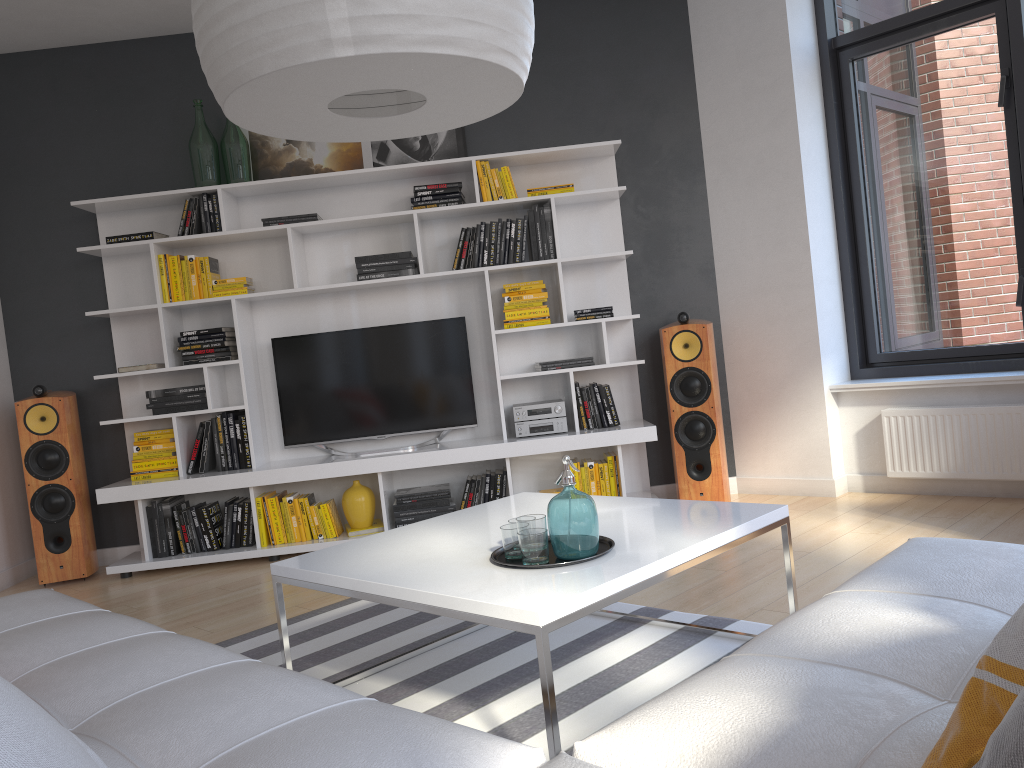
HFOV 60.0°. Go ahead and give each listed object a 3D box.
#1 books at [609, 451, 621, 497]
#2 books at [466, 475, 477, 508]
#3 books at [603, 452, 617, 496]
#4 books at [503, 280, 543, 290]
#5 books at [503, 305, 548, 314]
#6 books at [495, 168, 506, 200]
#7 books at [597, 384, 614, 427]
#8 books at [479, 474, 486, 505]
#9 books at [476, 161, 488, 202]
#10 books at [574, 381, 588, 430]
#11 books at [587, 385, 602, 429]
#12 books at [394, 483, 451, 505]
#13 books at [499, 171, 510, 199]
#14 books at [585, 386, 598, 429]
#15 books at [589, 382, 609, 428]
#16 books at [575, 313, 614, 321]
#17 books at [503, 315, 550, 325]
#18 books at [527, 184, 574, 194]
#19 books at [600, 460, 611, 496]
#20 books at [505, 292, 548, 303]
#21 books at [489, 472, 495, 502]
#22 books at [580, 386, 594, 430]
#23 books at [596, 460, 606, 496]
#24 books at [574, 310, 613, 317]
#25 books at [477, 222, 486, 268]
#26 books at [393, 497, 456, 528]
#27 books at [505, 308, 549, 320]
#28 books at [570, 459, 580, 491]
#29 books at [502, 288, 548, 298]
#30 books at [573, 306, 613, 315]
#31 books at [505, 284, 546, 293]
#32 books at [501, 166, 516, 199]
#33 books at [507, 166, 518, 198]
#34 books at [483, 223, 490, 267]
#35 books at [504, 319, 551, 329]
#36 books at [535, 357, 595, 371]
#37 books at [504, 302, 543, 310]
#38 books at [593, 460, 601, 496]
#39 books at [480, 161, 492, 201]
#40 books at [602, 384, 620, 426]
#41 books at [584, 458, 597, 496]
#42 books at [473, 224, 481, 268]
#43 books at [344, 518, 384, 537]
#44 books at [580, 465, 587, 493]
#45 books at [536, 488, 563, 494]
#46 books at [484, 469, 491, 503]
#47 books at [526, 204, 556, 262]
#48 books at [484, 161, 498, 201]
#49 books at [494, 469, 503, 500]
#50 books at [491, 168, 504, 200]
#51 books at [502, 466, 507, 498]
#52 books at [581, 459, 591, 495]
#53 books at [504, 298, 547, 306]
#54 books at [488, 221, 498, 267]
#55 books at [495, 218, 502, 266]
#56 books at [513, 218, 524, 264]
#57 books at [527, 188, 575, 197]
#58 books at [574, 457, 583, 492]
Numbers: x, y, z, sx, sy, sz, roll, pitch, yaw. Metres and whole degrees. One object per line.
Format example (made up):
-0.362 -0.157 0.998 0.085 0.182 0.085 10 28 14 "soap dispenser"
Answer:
0.575 0.521 4.950 0.025 0.270 0.213 -6 2 0 "books"
-0.229 0.634 4.937 0.096 0.234 0.187 -6 2 0 "books"
0.548 0.525 4.941 0.029 0.270 0.204 -6 2 0 "books"
0.067 -0.559 5.028 0.223 0.023 0.163 -6 2 4 "books"
0.077 -0.421 5.017 0.251 0.014 0.189 -6 2 3 "books"
-0.061 -1.092 4.902 0.044 0.178 0.128 -6 2 0 "books"
0.518 0.119 4.984 0.066 0.242 0.177 -6 2 0 "books"
-0.164 0.624 4.911 0.069 0.242 0.172 -6 2 1 "books"
-0.167 -1.105 4.902 0.041 0.229 0.161 -7 2 -1 "books"
0.381 0.121 4.997 0.053 0.268 0.202 -6 2 -1 "books"
0.460 0.125 4.980 0.050 0.242 0.169 -7 2 -1 "books"
-0.500 0.616 4.981 0.310 0.047 0.250 -7 2 -5 "books"
-0.042 -1.085 4.891 0.046 0.161 0.108 -7 2 -1 "books"
0.438 0.131 4.988 0.049 0.236 0.170 -6 2 0 "books"
0.488 0.117 4.991 0.066 0.255 0.193 -7 2 -1 "books"
0.456 -0.371 4.952 0.213 0.023 0.161 -6 2 3 "books"
0.086 -0.359 5.001 0.257 0.024 0.203 -6 2 3 "books"
0.215 -1.076 4.957 0.257 0.024 0.203 -6 2 3 "books"
0.522 0.546 4.936 0.024 0.234 0.172 -6 2 0 "books"
0.083 -0.485 5.010 0.239 0.033 0.176 -6 2 3 "books"
-0.114 0.617 4.931 0.068 0.243 0.179 -7 2 -2 "books"
0.414 0.133 4.994 0.053 0.240 0.189 -6 2 0 "books"
0.496 0.549 4.932 0.024 0.234 0.172 -6 2 0 "books"
0.453 -0.390 4.954 0.198 0.015 0.142 -7 2 -2 "books"
-0.171 -0.767 4.963 0.075 0.254 0.192 -7 2 -1 "books"
-0.484 0.708 4.963 0.343 0.137 0.277 -7 2 -5 "books"
0.083 -0.393 5.004 0.243 0.042 0.189 -6 2 0 "books"
0.345 0.555 4.935 0.044 0.255 0.198 -6 2 0 "books"
0.074 -0.512 5.011 0.227 0.022 0.160 -6 2 15 "books"
0.453 -0.410 4.968 0.213 0.023 0.161 -6 2 3 "books"
0.079 -0.536 5.006 0.223 0.023 0.163 -6 2 4 "books"
-0.019 -1.100 4.905 0.064 0.184 0.141 -6 2 1 "books"
0.003 -1.103 4.913 0.044 0.184 0.142 -6 2 1 "books"
-0.143 -0.763 4.957 0.068 0.243 0.179 -7 2 -2 "books"
0.092 -0.334 4.993 0.257 0.028 0.194 -6 2 5 "books"
0.292 -0.114 5.007 0.310 0.047 0.250 -7 2 -5 "books"
0.066 -0.436 4.996 0.217 0.023 0.145 -6 2 4 "books"
0.471 0.549 4.935 0.023 0.239 0.169 -6 2 0 "books"
-0.145 -1.107 4.921 0.041 0.224 0.163 -7 2 -2 "books"
0.552 0.118 5.016 0.077 0.233 0.179 -6 2 0 "books"
0.442 0.547 4.933 0.035 0.250 0.185 -6 2 0 "books"
-0.192 -0.756 4.937 0.069 0.242 0.172 -6 2 1 "books"
-0.823 0.801 4.949 0.204 0.029 0.270 -7 2 -15 "books"
0.395 0.565 4.917 0.024 0.229 0.156 -6 2 0 "books"
0.228 0.608 4.940 0.186 0.026 0.138 -6 2 0 "books"
-0.142 0.613 4.937 0.075 0.254 0.192 -7 2 -1 "books"
0.162 -0.834 4.987 0.128 0.321 0.259 -6 2 0 "books"
-0.115 -1.111 4.930 0.054 0.224 0.164 -7 2 -1 "books"
-0.078 0.607 4.935 0.084 0.249 0.191 -6 2 0 "books"
-0.081 -1.091 4.909 0.054 0.180 0.132 -6 2 0 "books"
-0.045 0.599 4.936 0.066 0.260 0.197 -6 2 0 "books"
0.415 0.550 4.935 0.019 0.251 0.180 -6 2 0 "books"
0.076 -0.458 5.013 0.239 0.019 0.171 -6 2 0 "books"
-0.107 -0.772 4.961 0.084 0.249 0.191 -6 2 0 "books"
-0.073 -0.781 4.962 0.066 0.260 0.197 -6 2 0 "books"
0.035 -0.788 4.959 0.084 0.249 0.191 -6 2 0 "books"
0.221 -1.050 4.950 0.257 0.028 0.194 -6 2 5 "books"
0.375 0.550 4.937 0.015 0.263 0.199 -6 2 0 "books"
